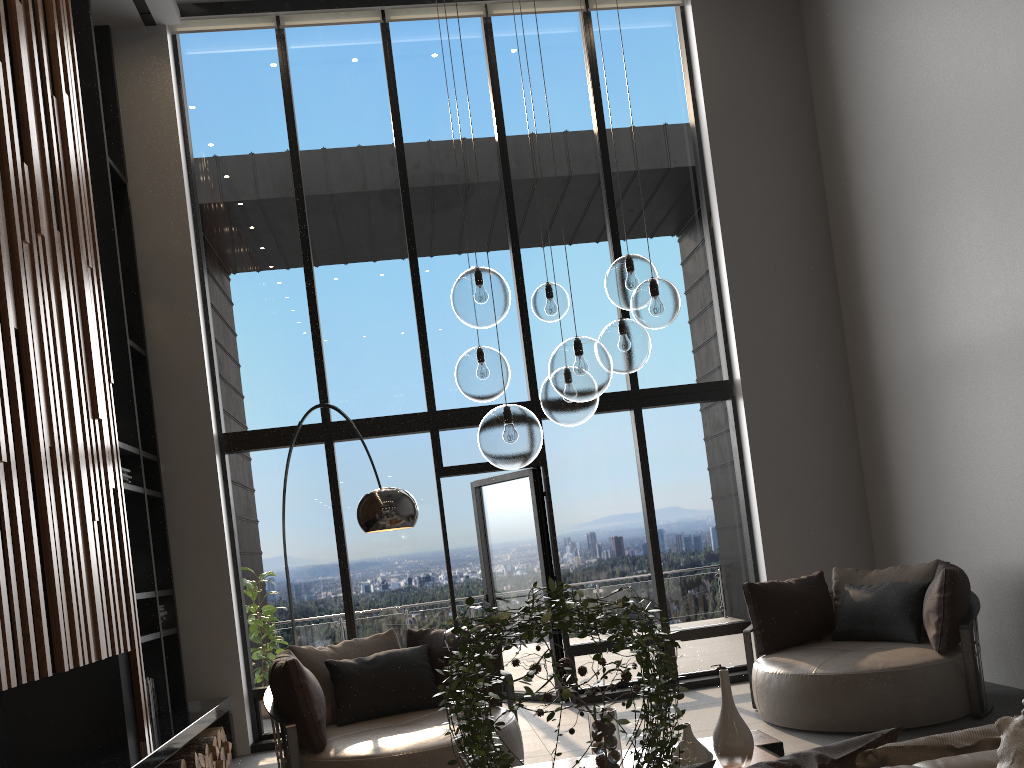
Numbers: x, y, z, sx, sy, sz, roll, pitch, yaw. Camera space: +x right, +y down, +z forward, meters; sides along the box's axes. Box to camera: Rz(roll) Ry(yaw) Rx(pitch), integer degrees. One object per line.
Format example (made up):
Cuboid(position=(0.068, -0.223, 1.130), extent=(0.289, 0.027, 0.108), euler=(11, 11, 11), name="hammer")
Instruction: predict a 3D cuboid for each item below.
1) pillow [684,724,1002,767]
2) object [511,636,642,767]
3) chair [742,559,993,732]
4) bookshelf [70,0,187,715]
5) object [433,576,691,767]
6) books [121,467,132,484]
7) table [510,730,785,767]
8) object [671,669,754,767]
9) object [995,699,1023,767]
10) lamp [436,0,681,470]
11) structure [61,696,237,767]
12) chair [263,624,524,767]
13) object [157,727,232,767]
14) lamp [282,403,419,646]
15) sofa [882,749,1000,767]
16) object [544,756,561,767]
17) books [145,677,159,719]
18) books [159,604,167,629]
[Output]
Cuboid(position=(0.346, 1.060, 1.969), extent=(1.936, 0.495, 0.551), euler=(-6, -7, -7), name="pillow")
Cuboid(position=(0.235, 1.296, 3.470), extent=(0.539, 0.598, 0.322), euler=(-3, -5, -36), name="object")
Cuboid(position=(2.275, 1.670, 5.720), extent=(1.449, 0.890, 1.498), euler=(-8, -8, 10), name="chair")
Cuboid(position=(-2.902, -0.305, 6.033), extent=(0.337, 5.272, 1.471), euler=(-7, -2, -7), name="bookshelf")
Cuboid(position=(0.097, 0.569, 1.297), extent=(0.383, 0.571, 0.219), euler=(-5, -3, -26), name="object")
Cuboid(position=(-2.776, 0.651, 6.029), extent=(0.218, 0.127, 0.328), euler=(-6, -9, -7), name="books")
Cuboid(position=(0.480, 1.745, 3.484), extent=(1.449, 0.351, 0.913), euler=(-6, -9, -7), name="table")
Cuboid(position=(0.761, 1.313, 3.376), extent=(0.317, 0.394, 0.322), euler=(-8, -5, 12), name="object")
Cuboid(position=(0.785, 0.643, 1.377), extent=(0.208, 0.288, 0.136), euler=(-8, -3, 12), name="object")
Cuboid(position=(-0.034, -2.118, 3.580), extent=(1.227, 4.956, 1.242), euler=(-7, -2, -10), name="lamp")
Cuboid(position=(-2.121, 2.012, 3.462), extent=(0.665, 0.452, 6.647), euler=(-6, -11, -7), name="structure")
Cuboid(position=(-0.686, 1.924, 5.111), extent=(1.492, 0.890, 1.454), euler=(-10, -9, 20), name="chair")
Cuboid(position=(-2.070, 2.297, 4.662), extent=(0.434, 0.385, 4.109), euler=(-6, -11, -6), name="object")
Cuboid(position=(-1.013, 1.272, 5.257), extent=(0.318, 2.313, 2.070), euler=(-6, -5, -31), name="lamp")
Cuboid(position=(-0.056, 1.373, 2.401), extent=(3.236, 0.811, 1.909), euler=(-6, -9, -7), name="sofa")
Cuboid(position=(0.113, 1.446, 3.147), extent=(0.153, 0.209, 0.078), euler=(-7, -3, 4), name="object")
Cuboid(position=(-2.593, 2.185, 6.047), extent=(0.174, 0.284, 0.338), euler=(-7, -7, -7), name="books")
Cuboid(position=(-2.708, 1.737, 6.460), extent=(0.217, 0.188, 0.380), euler=(-6, -9, -7), name="books")
